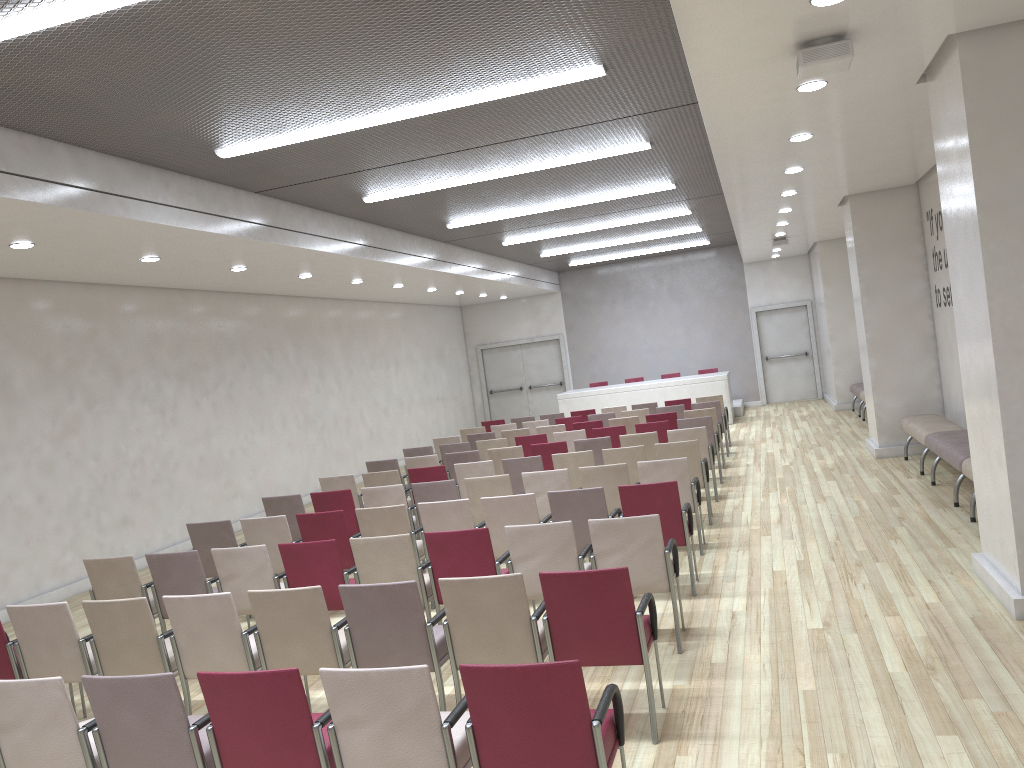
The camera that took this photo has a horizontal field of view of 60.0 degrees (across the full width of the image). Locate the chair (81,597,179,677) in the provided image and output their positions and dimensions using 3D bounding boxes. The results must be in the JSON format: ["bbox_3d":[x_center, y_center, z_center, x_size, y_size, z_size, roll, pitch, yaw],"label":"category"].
[{"bbox_3d":[-2.139,1.650,5.358,0.513,0.890,0.640,-7,2,17],"label":"chair"}]

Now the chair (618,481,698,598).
[{"bbox_3d":[1.154,1.168,6.957,0.513,0.890,0.640,-7,2,16],"label":"chair"}]

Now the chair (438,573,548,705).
[{"bbox_3d":[-0.031,1.388,4.759,0.513,0.890,0.640,-7,2,15],"label":"chair"}]

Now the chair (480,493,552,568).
[{"bbox_3d":[0.097,1.299,7.269,0.513,0.890,0.640,-7,2,16],"label":"chair"}]

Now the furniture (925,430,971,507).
[{"bbox_3d":[4.581,0.827,8.916,0.530,0.550,1.833,-7,2,16],"label":"furniture"}]

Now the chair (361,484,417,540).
[{"bbox_3d":[-1.133,1.414,8.914,0.513,0.890,0.640,-7,2,16],"label":"chair"}]

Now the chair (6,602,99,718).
[{"bbox_3d":[-2.668,1.715,5.515,0.513,0.890,0.640,-7,2,16],"label":"chair"}]

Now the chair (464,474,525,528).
[{"bbox_3d":[-0.105,1.287,8.603,0.513,0.890,0.640,-7,2,16],"label":"chair"}]

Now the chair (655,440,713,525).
[{"bbox_3d":[1.811,1.012,9.342,0.513,0.890,0.640,-7,2,16],"label":"chair"}]

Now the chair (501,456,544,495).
[{"bbox_3d":[0.237,1.208,9.784,0.513,0.890,0.640,-7,2,17],"label":"chair"}]

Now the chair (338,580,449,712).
[{"bbox_3d":[-0.564,1.454,4.899,0.513,0.890,0.640,-7,2,17],"label":"chair"}]

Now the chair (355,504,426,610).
[{"bbox_3d":[-0.953,1.429,7.572,0.513,0.890,0.640,-7,2,16],"label":"chair"}]

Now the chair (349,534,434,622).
[{"bbox_3d":[-0.753,1.441,6.236,0.513,0.890,0.640,-7,2,16],"label":"chair"}]

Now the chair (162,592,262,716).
[{"bbox_3d":[-1.609,1.584,5.200,0.513,0.890,0.640,-7,2,17],"label":"chair"}]

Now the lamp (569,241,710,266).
[{"bbox_3d":[2.950,-3.031,20.716,3.304,0.045,0.198,-7,2,16],"label":"lamp"}]

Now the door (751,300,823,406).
[{"bbox_3d":[6.682,-0.747,21.593,1.400,2.400,0.200,-7,2,16],"label":"door"}]

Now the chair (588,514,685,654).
[{"bbox_3d":[0.821,1.245,5.785,0.513,0.890,0.640,-7,2,15],"label":"chair"}]

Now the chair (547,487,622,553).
[{"bbox_3d":[0.625,1.233,7.128,0.513,0.890,0.640,-7,2,17],"label":"chair"}]

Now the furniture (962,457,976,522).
[{"bbox_3d":[4.082,0.945,7.133,0.530,0.550,1.833,-7,2,16],"label":"furniture"}]

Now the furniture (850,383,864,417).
[{"bbox_3d":[6.894,0.284,17.164,0.530,0.550,1.833,-7,2,16],"label":"furniture"}]

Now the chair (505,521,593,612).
[{"bbox_3d":[0.297,1.310,5.941,0.513,0.890,0.640,-7,2,15],"label":"chair"}]

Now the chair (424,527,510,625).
[{"bbox_3d":[-0.234,1.376,6.093,0.513,0.890,0.640,-7,2,16],"label":"chair"}]

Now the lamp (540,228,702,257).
[{"bbox_3d":[2.182,-2.850,17.976,3.304,0.045,0.198,-7,2,16],"label":"lamp"}]

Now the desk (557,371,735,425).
[{"bbox_3d":[2.974,0.488,19.544,3.652,1.042,1.456,-7,2,16],"label":"desk"}]

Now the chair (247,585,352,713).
[{"bbox_3d":[-1.096,1.520,5.063,0.513,0.890,0.640,-7,2,15],"label":"chair"}]

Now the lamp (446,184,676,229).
[{"bbox_3d":[0.649,-2.490,12.510,3.304,0.045,0.198,-7,2,16],"label":"lamp"}]

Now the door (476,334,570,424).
[{"bbox_3d":[0.362,0.038,23.417,2.373,2.400,0.200,-7,2,16],"label":"door"}]

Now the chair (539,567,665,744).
[{"bbox_3d":[0.482,1.324,4.605,0.513,0.890,0.640,-7,2,16],"label":"chair"}]

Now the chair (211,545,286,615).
[{"bbox_3d":[-1.797,1.570,6.551,0.513,0.890,0.640,-7,2,16],"label":"chair"}]

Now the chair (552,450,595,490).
[{"bbox_3d":[0.765,1.142,9.643,0.513,0.890,0.640,-7,2,15],"label":"chair"}]

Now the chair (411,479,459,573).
[{"bbox_3d":[-0.621,1.351,8.748,0.513,0.890,0.640,-7,2,16],"label":"chair"}]

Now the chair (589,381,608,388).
[{"bbox_3d":[2.053,0.418,20.948,0.513,0.890,0.640,-7,2,15],"label":"chair"}]

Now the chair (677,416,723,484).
[{"bbox_3d":[2.476,0.857,11.697,0.513,0.890,0.640,-7,2,15],"label":"chair"}]

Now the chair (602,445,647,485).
[{"bbox_3d":[1.281,1.079,9.478,0.513,0.890,0.640,-7,2,15],"label":"chair"}]

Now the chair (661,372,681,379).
[{"bbox_3d":[3.690,0.215,20.475,0.513,0.890,0.640,-7,2,15],"label":"chair"}]

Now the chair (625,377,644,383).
[{"bbox_3d":[2.872,0.316,20.711,0.513,0.890,0.640,-7,2,15],"label":"chair"}]

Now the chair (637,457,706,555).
[{"bbox_3d":[1.469,1.092,8.155,0.513,0.890,0.640,-7,2,17],"label":"chair"}]

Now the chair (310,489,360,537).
[{"bbox_3d":[-1.664,1.480,9.064,0.513,0.890,0.640,-7,2,16],"label":"chair"}]

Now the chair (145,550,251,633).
[{"bbox_3d":[-2.328,1.636,6.700,0.513,0.890,0.640,-7,2,16],"label":"chair"}]

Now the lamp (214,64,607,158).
[{"bbox_3d":[-0.882,-2.131,7.048,3.304,0.045,0.198,-7,2,16],"label":"lamp"}]

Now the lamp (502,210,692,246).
[{"bbox_3d":[1.426,-2.673,15.279,3.304,0.045,0.198,-7,2,16],"label":"lamp"}]

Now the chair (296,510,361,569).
[{"bbox_3d":[-1.477,1.494,7.716,0.513,0.890,0.640,-7,2,16],"label":"chair"}]

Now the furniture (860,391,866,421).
[{"bbox_3d":[6.393,0.402,15.379,0.530,0.550,1.833,-7,2,16],"label":"furniture"}]

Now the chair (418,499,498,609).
[{"bbox_3d":[-0.416,1.362,7.428,0.513,0.890,0.640,-7,2,17],"label":"chair"}]

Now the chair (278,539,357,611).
[{"bbox_3d":[-1.276,1.506,6.392,0.513,0.890,0.640,-7,2,17],"label":"chair"}]

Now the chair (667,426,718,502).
[{"bbox_3d":[2.140,0.935,10.515,0.513,0.890,0.640,-7,2,15],"label":"chair"}]

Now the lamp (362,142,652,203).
[{"bbox_3d":[-0.111,-2.312,9.800,3.304,0.045,0.198,-7,2,16],"label":"lamp"}]

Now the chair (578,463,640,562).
[{"bbox_3d":[0.954,1.155,8.308,0.513,0.890,0.640,-7,2,16],"label":"chair"}]

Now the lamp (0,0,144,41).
[{"bbox_3d":[-1.650,-1.950,4.310,3.304,0.045,0.198,-7,2,16],"label":"lamp"}]

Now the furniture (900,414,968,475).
[{"bbox_3d":[5.082,0.710,10.701,0.530,0.550,1.833,-7,2,16],"label":"furniture"}]

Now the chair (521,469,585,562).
[{"bbox_3d":[0.439,1.219,8.455,0.513,0.890,0.640,-7,2,17],"label":"chair"}]

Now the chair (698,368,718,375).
[{"bbox_3d":[4.509,0.113,20.239,0.513,0.890,0.640,-7,2,15],"label":"chair"}]
